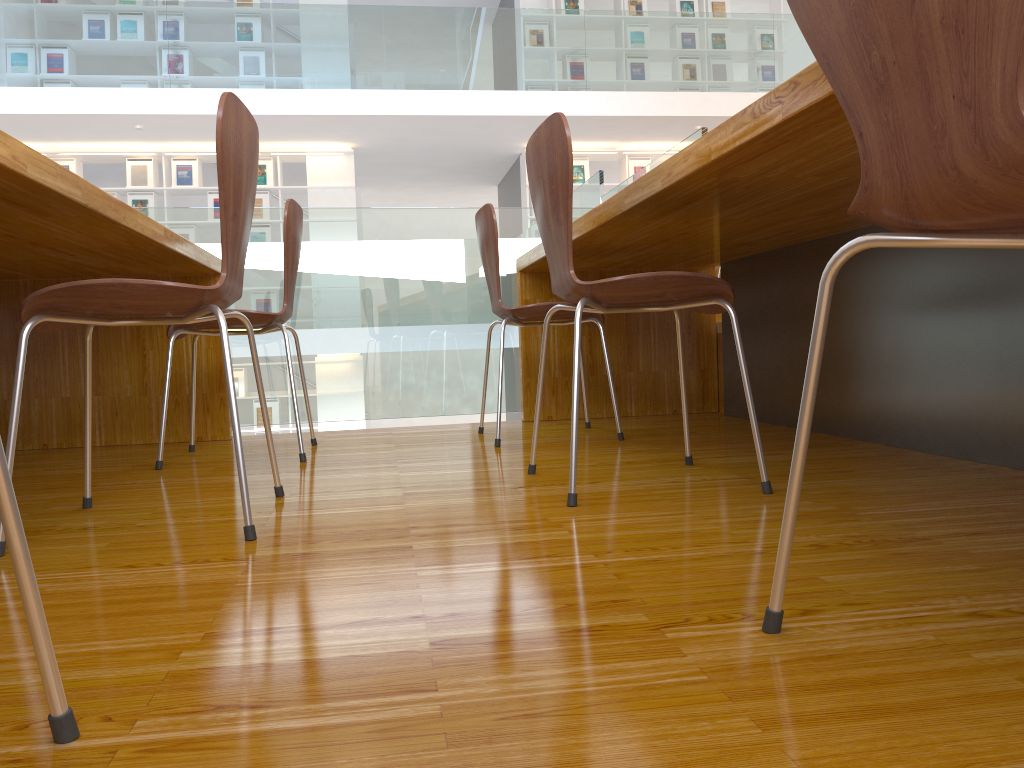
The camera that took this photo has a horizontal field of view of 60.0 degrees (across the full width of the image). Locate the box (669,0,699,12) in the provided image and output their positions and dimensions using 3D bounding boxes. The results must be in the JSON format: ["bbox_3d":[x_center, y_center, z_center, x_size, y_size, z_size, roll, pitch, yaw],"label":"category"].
[{"bbox_3d":[1.845,-3.995,9.495,0.245,0.296,0.274,-2,2,-9],"label":"box"}]

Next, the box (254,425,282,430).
[{"bbox_3d":[-2.463,0.296,8.936,0.245,0.296,0.274,-2,2,-9],"label":"box"}]

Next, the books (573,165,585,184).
[{"bbox_3d":[0.689,-2.185,9.282,0.145,0.210,0.037,-2,2,-9],"label":"books"}]

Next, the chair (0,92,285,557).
[{"bbox_3d":[-0.620,-0.107,1.518,0.381,0.693,0.428,-2,2,-9],"label":"chair"}]

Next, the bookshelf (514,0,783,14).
[{"bbox_3d":[1.553,-3.637,9.394,2.984,1.836,0.498,-2,2,-9],"label":"bookshelf"}]

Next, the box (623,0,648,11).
[{"bbox_3d":[1.290,-3.972,9.411,0.245,0.296,0.274,-2,2,-9],"label":"box"}]

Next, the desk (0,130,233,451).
[{"bbox_3d":[-1.334,0.177,1.350,1.248,1.022,3.216,-2,2,-9],"label":"desk"}]

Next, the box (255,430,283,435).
[{"bbox_3d":[-2.450,0.624,8.950,0.245,0.296,0.274,-2,2,-9],"label":"box"}]

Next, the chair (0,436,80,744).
[{"bbox_3d":[-0.492,-0.065,0.419,0.381,0.693,0.428,-2,2,-9],"label":"chair"}]

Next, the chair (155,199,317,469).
[{"bbox_3d":[-0.765,-0.142,2.478,0.381,0.693,0.428,-2,2,-9],"label":"chair"}]

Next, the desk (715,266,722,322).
[{"bbox_3d":[2.195,-0.752,5.464,3.196,0.757,1.248,-2,2,-9],"label":"desk"}]

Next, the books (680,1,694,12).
[{"bbox_3d":[1.859,-3.953,9.394,0.145,0.210,0.037,-2,2,-9],"label":"books"}]

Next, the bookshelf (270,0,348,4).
[{"bbox_3d":[-3.451,-3.426,8.647,3.666,1.836,0.498,-2,2,-9],"label":"bookshelf"}]

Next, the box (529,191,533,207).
[{"bbox_3d":[0.313,-1.885,9.340,0.245,0.296,0.274,-2,2,-9],"label":"box"}]

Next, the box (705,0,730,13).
[{"bbox_3d":[2.196,-4.011,9.547,0.245,0.296,0.274,-2,2,-9],"label":"box"}]

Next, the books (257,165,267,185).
[{"bbox_3d":[-2.496,-2.057,8.736,0.145,0.210,0.037,-2,2,-9],"label":"books"}]

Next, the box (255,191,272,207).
[{"bbox_3d":[-2.537,-1.761,8.849,0.245,0.296,0.274,-2,2,-9],"label":"box"}]

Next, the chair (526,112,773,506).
[{"bbox_3d":[0.239,-0.148,1.759,0.381,0.693,0.428,-2,2,-9],"label":"chair"}]

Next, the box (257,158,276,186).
[{"bbox_3d":[-2.500,-2.092,8.842,0.245,0.296,0.274,-2,2,-9],"label":"box"}]

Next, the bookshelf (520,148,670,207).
[{"bbox_3d":[1.626,-1.594,9.480,2.984,1.836,0.498,-2,2,-9],"label":"bookshelf"}]

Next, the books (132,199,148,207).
[{"bbox_3d":[-3.598,-1.680,8.583,0.145,0.210,0.037,-2,2,-9],"label":"books"}]

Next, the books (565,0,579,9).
[{"bbox_3d":[0.624,-3.899,9.206,0.145,0.210,0.037,-2,2,-9],"label":"books"}]

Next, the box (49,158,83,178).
[{"bbox_3d":[-4.318,-2.016,8.570,0.245,0.296,0.274,-2,2,-9],"label":"box"}]

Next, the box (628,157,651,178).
[{"bbox_3d":[1.347,-2.258,9.481,0.245,0.296,0.274,-2,2,-9],"label":"box"}]

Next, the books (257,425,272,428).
[{"bbox_3d":[-2.464,0.339,8.832,0.145,0.210,0.037,-2,2,-9],"label":"books"}]

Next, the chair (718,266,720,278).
[{"bbox_3d":[1.290,-0.652,4.642,0.428,0.693,0.381,-2,2,-9],"label":"chair"}]

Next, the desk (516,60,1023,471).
[{"bbox_3d":[0.652,-0.119,1.728,0.760,0.606,3.356,-2,2,-9],"label":"desk"}]

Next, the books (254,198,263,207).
[{"bbox_3d":[-2.535,-1.725,8.746,0.145,0.210,0.037,-2,2,-9],"label":"books"}]

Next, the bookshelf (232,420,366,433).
[{"bbox_3d":[-3.311,0.673,8.870,3.666,1.836,0.397,-2,2,-9],"label":"bookshelf"}]

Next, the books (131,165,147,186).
[{"bbox_3d":[-3.603,-2.011,8.570,0.145,0.210,0.037,-2,2,-9],"label":"books"}]

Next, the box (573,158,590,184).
[{"bbox_3d":[0.677,-2.228,9.383,0.245,0.296,0.274,-2,2,-9],"label":"box"}]

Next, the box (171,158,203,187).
[{"bbox_3d":[-3.203,-2.063,8.737,0.245,0.296,0.274,-2,2,-9],"label":"box"}]

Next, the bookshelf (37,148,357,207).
[{"bbox_3d":[-3.377,-1.383,8.733,3.666,1.836,0.498,-2,2,-9],"label":"bookshelf"}]

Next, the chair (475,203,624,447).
[{"bbox_3d":[0.094,-0.183,2.718,0.381,0.693,0.428,-2,2,-9],"label":"chair"}]

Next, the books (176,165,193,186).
[{"bbox_3d":[-3.188,-2.029,8.633,0.145,0.210,0.037,-2,2,-9],"label":"books"}]

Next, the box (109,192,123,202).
[{"bbox_3d":[-3.952,-1.702,8.637,0.245,0.296,0.274,-2,2,-9],"label":"box"}]

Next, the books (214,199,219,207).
[{"bbox_3d":[-2.847,-1.715,8.699,0.145,0.210,0.037,-2,2,-9],"label":"books"}]

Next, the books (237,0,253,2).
[{"bbox_3d":[-2.608,-3.762,8.660,0.145,0.210,0.037,-2,2,-9],"label":"books"}]

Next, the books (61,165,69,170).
[{"bbox_3d":[-4.303,-1.983,8.465,0.145,0.210,0.037,-2,2,-9],"label":"books"}]

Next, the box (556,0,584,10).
[{"bbox_3d":[0.617,-3.946,9.310,0.245,0.296,0.274,-2,2,-9],"label":"box"}]

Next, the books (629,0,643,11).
[{"bbox_3d":[1.301,-3.925,9.308,0.145,0.210,0.037,-2,2,-9],"label":"books"}]

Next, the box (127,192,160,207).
[{"bbox_3d":[-3.611,-1.716,8.688,0.245,0.296,0.274,-2,2,-9],"label":"box"}]

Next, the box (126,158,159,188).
[{"bbox_3d":[-3.616,-2.045,8.675,0.245,0.296,0.274,-2,2,-9],"label":"box"}]

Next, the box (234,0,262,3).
[{"bbox_3d":[-2.610,-3.805,8.763,0.245,0.296,0.274,-2,2,-9],"label":"box"}]

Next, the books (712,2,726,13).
[{"bbox_3d":[2.205,-3.968,9.446,0.145,0.210,0.037,-2,2,-9],"label":"books"}]

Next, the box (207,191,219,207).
[{"bbox_3d":[-2.873,-1.750,8.799,0.245,0.296,0.274,-2,2,-9],"label":"box"}]

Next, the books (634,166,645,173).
[{"bbox_3d":[1.369,-2.198,9.384,0.145,0.210,0.037,-2,2,-9],"label":"books"}]

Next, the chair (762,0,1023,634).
[{"bbox_3d":[0.444,-0.109,0.659,0.381,0.693,0.428,-2,2,-9],"label":"chair"}]
